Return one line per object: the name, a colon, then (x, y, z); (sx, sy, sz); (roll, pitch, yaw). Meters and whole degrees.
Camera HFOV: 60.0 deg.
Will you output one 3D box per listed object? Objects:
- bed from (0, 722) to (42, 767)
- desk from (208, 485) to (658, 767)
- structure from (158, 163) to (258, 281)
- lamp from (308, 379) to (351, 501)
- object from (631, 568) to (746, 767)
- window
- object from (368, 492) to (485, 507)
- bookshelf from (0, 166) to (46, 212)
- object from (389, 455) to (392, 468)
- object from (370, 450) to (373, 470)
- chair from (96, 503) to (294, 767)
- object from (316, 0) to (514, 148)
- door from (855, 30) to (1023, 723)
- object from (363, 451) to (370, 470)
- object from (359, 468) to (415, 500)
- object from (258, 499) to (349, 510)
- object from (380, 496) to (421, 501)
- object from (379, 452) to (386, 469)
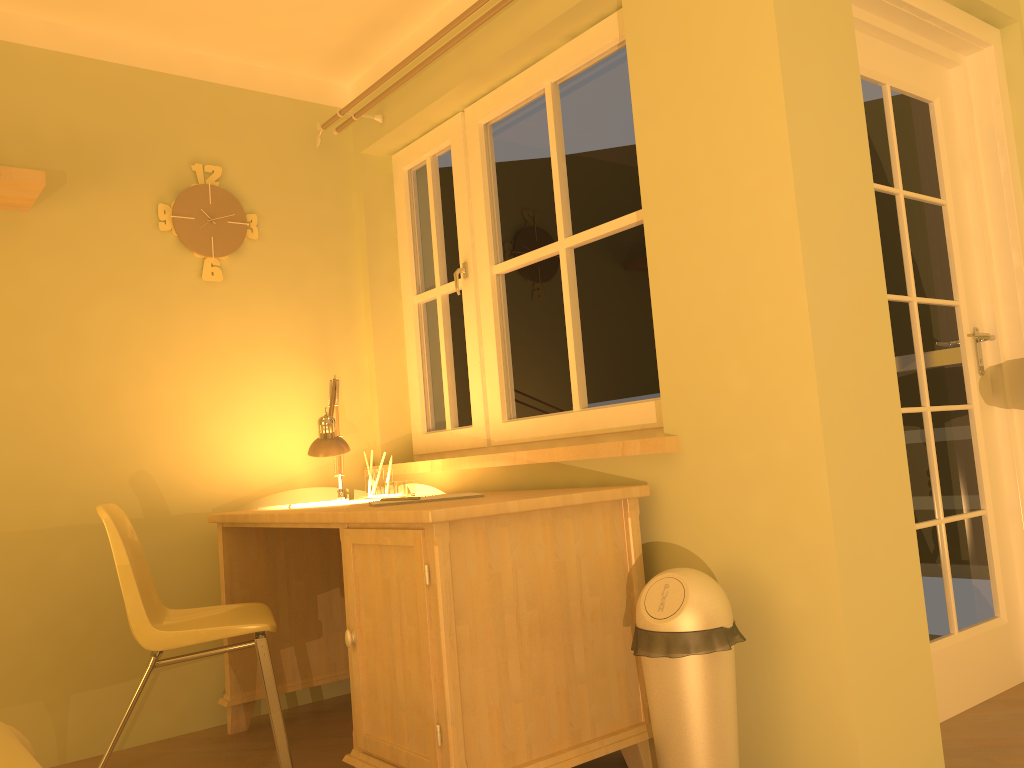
bed: (-1.520, 0.534, 0.565); (2.378, 0.894, 1.286); (-1, -7, -38)
desk: (-0.307, 0.707, 2.606); (0.684, 0.720, 1.396); (-1, -7, -38)
structure: (-1.089, -0.586, 3.204); (0.360, 0.432, 0.027); (-1, -7, -38)
lamp: (-0.645, 0.187, 3.099); (0.140, 0.455, 0.484); (-4, -5, -13)
object: (0.402, 0.684, 1.989); (0.255, 0.535, 0.248); (-4, -5, -4)
window: (0.006, -0.398, 3.028); (0.142, 1.263, 1.486); (-1, -7, -38)
object: (-0.242, 0.321, 2.469); (0.300, 0.010, 0.210); (-4, -5, -13)
bookshelf: (-2.447, 0.018, 1.884); (2.605, 1.240, 0.300); (-1, -7, -38)
object: (-0.443, 0.326, 3.179); (0.043, 0.138, 0.010); (-7, -6, 26)
object: (-0.515, 0.324, 3.238); (0.009, 0.165, 0.034); (-10, -7, 44)
chair: (-0.912, 0.710, 2.460); (0.546, 0.785, 0.531); (-3, -5, -18)
object: (-0.191, -1.077, 2.880); (0.190, 0.113, 1.708); (-1, -7, -38)
door: (1.213, -0.065, 2.605); (0.884, 2.033, 0.098); (-1, -7, -38)
object: (-0.517, 0.323, 3.221); (0.009, 0.162, 0.053); (-7, -6, 28)
object: (-0.448, 0.352, 3.148); (0.240, 0.105, 0.070); (-10, -7, 44)
object: (-0.703, 0.408, 2.996); (0.300, 0.009, 0.040); (-4, -5, -8)
object: (-0.309, 0.317, 2.444); (0.166, 0.009, 0.008); (-10, -7, 43)
object: (-0.484, 0.325, 3.219); (0.073, 0.155, 0.008); (-6, -5, 16)
